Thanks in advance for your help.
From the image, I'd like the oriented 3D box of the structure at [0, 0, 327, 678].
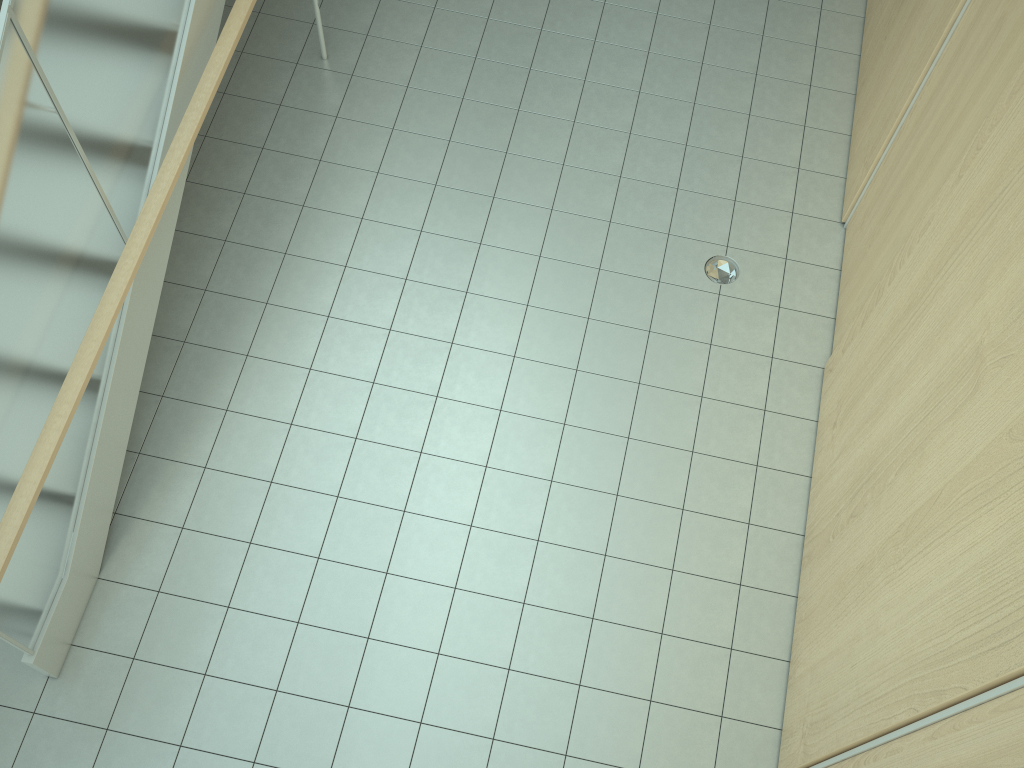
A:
[{"bbox_3d":[-1.385,-5.062,3.837,1.881,4.715,11.429,13,68,4],"label":"structure"}]
